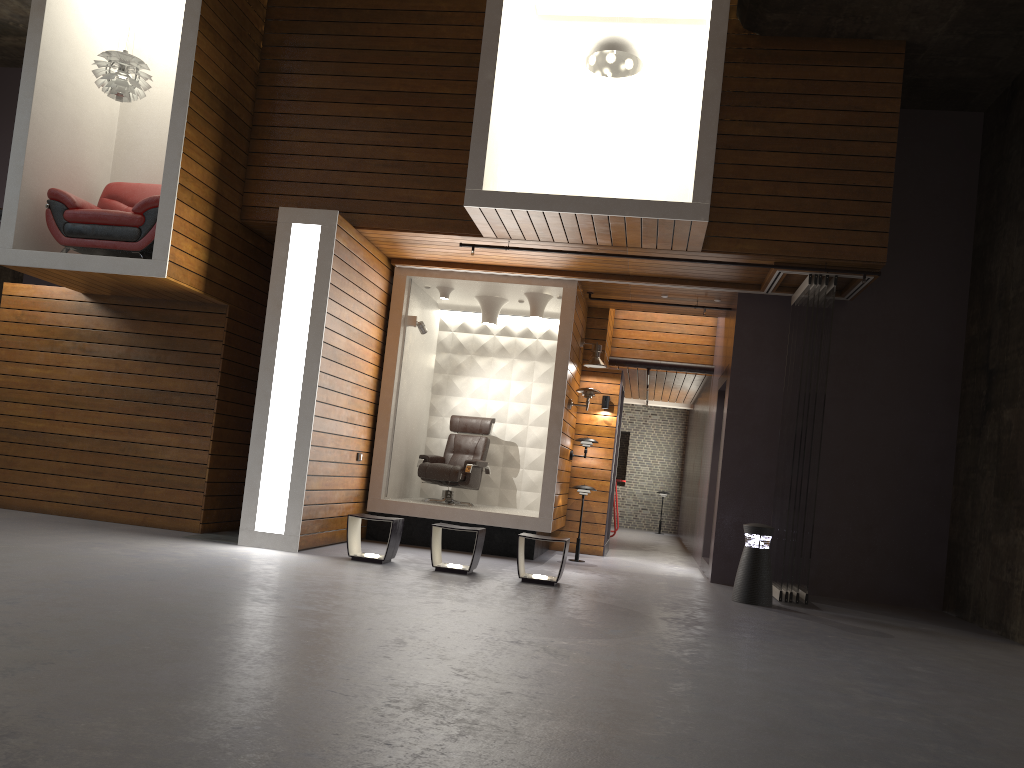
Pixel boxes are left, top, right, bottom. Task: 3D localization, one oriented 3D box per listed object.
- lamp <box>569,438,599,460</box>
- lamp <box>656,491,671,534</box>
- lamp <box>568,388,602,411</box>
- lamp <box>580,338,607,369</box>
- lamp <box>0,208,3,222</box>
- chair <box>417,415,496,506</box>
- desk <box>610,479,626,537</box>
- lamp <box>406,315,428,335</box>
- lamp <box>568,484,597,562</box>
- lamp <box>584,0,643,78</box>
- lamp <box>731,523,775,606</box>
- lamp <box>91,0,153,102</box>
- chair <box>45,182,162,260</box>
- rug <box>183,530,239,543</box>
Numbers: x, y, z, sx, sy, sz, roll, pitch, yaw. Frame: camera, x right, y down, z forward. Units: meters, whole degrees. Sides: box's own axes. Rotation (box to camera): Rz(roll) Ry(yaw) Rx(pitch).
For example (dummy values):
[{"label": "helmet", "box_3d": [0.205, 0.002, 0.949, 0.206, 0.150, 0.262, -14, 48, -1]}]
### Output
[{"label": "lamp", "box_3d": [0.869, 0.783, 10.635, 0.326, 0.296, 0.289, 6, -4, 9]}, {"label": "lamp", "box_3d": [3.000, 2.574, 17.770, 0.287, 0.860, 0.288, 6, -3, 6]}, {"label": "lamp", "box_3d": [0.807, 0.165, 9.782, 0.351, 0.270, 0.289, 5, -4, 9]}, {"label": "lamp", "box_3d": [0.980, -0.372, 10.551, 0.345, 0.330, 0.296, 5, -4, 11]}, {"label": "lamp", "box_3d": [-5.115, -0.219, 8.310, 0.632, 2.940, 0.629, 9, -4, -40]}, {"label": "chair", "box_3d": [-0.665, 0.881, 10.492, 0.754, 1.068, 0.829, 5, -4, 24]}, {"label": "desk", "box_3d": [1.519, 2.145, 15.603, 0.843, 0.982, 1.723, 6, -5, 9]}, {"label": "lamp", "box_3d": [-1.041, -0.652, 9.798, 0.249, 0.188, 0.129, 8, -4, -22]}, {"label": "lamp", "box_3d": [0.768, 1.554, 9.925, 0.288, 0.860, 0.288, 7, -3, -5]}, {"label": "lamp", "box_3d": [0.968, -3.364, 7.996, 0.529, 0.984, 0.532, 5, -4, 21]}, {"label": "lamp", "box_3d": [2.144, 1.576, 7.797, 0.348, 0.694, 0.349, 5, -3, 15]}, {"label": "lamp", "box_3d": [-3.407, -3.427, 7.946, 0.513, 1.769, 0.487, 8, -3, -27]}, {"label": "chair", "box_3d": [-3.508, -1.511, 8.211, 1.199, 0.935, 0.956, 5, -4, 9]}, {"label": "rug", "box_3d": [-2.629, 1.501, 8.783, 0.540, 0.014, 1.584, 5, -6, 9]}]
